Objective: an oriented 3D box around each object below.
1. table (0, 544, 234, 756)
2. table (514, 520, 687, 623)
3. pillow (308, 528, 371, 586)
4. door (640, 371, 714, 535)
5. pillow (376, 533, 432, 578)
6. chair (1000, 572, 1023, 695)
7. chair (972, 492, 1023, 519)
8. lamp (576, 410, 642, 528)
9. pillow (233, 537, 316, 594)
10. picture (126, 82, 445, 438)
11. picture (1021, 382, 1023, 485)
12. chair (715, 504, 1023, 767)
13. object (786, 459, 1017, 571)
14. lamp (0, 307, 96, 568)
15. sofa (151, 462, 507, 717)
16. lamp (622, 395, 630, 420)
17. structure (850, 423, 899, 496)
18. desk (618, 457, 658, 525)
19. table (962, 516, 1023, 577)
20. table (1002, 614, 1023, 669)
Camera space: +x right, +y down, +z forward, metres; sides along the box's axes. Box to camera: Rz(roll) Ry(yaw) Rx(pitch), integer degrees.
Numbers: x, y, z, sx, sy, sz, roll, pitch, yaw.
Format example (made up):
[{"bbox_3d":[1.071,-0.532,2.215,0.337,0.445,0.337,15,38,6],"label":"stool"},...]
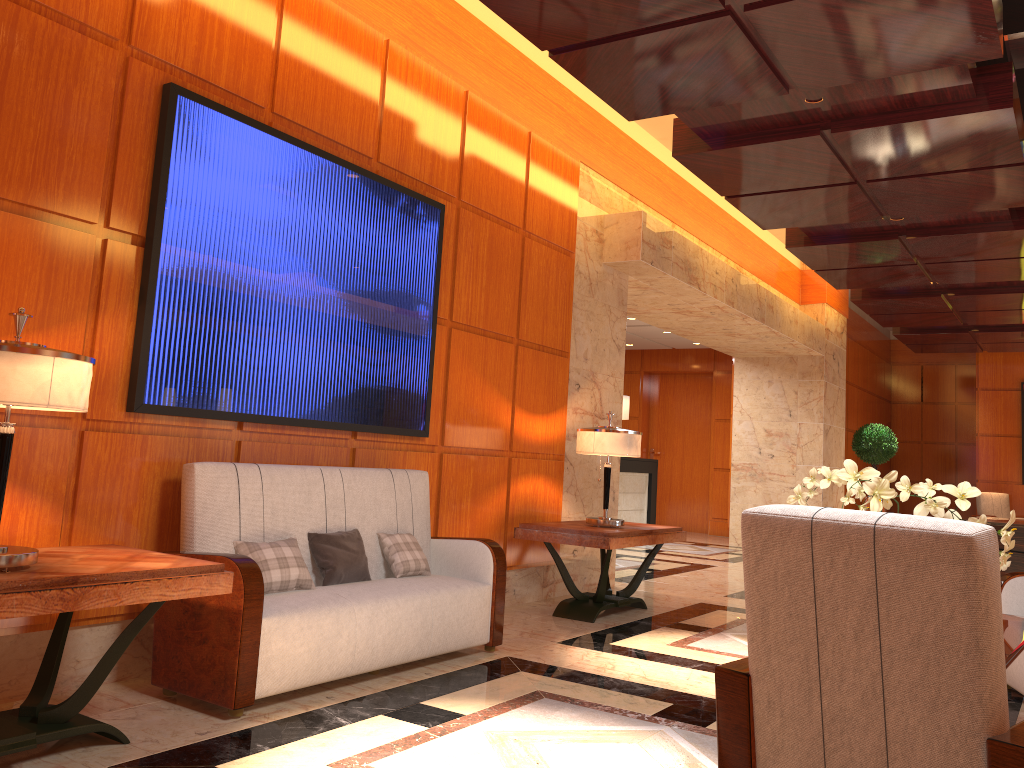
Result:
[{"bbox_3d":[-1.642,0.870,2.763,0.725,0.609,1.265,0,-7,33],"label":"table"},{"bbox_3d":[0.644,1.308,6.266,0.725,0.609,1.265,0,-7,33],"label":"table"},{"bbox_3d":[-0.828,0.834,4.265,0.160,0.254,0.356,0,-7,30],"label":"pillow"},{"bbox_3d":[2.832,1.134,15.058,1.285,2.709,0.339,-1,-8,33],"label":"door"},{"bbox_3d":[-0.558,0.895,4.615,0.202,0.231,0.272,-1,-7,36],"label":"pillow"},{"bbox_3d":[2.784,1.085,4.317,0.629,0.965,0.734,2,-6,12],"label":"chair"},{"bbox_3d":[8.028,2.271,14.502,0.737,0.965,0.626,4,-6,-8],"label":"chair"},{"bbox_3d":[0.671,0.590,6.204,0.458,0.814,0.457,-2,-9,42],"label":"lamp"},{"bbox_3d":[-1.040,0.798,3.888,0.195,0.228,0.343,-1,-7,38],"label":"pillow"},{"bbox_3d":[-1.024,-0.501,4.645,0.056,1.459,1.988,-1,-7,33],"label":"picture"},{"bbox_3d":[9.516,0.840,14.541,1.996,1.745,0.056,0,-8,33],"label":"picture"},{"bbox_3d":[0.919,0.774,2.005,0.627,0.965,0.736,8,-8,-38],"label":"chair"},{"bbox_3d":[1.445,0.604,3.338,0.788,0.620,0.415,2,-6,10],"label":"object"},{"bbox_3d":[-1.577,0.151,2.758,0.458,0.797,0.456,4,-7,-5],"label":"lamp"},{"bbox_3d":[-0.762,0.875,4.239,0.612,0.937,1.791,-1,-7,34],"label":"sofa"},{"bbox_3d":[1.385,0.570,11.967,0.371,0.824,0.371,8,-8,-32],"label":"lamp"},{"bbox_3d":[5.769,1.463,14.107,0.722,1.721,0.718,2,-7,11],"label":"structure"},{"bbox_3d":[0.792,1.454,11.160,0.941,1.146,2.914,-1,-7,33],"label":"desk"},{"bbox_3d":[4.980,1.637,7.877,1.600,0.748,1.594,0,-6,33],"label":"table"},{"bbox_3d":[1.523,1.170,3.337,0.722,0.498,1.554,-1,-6,36],"label":"table"}]
